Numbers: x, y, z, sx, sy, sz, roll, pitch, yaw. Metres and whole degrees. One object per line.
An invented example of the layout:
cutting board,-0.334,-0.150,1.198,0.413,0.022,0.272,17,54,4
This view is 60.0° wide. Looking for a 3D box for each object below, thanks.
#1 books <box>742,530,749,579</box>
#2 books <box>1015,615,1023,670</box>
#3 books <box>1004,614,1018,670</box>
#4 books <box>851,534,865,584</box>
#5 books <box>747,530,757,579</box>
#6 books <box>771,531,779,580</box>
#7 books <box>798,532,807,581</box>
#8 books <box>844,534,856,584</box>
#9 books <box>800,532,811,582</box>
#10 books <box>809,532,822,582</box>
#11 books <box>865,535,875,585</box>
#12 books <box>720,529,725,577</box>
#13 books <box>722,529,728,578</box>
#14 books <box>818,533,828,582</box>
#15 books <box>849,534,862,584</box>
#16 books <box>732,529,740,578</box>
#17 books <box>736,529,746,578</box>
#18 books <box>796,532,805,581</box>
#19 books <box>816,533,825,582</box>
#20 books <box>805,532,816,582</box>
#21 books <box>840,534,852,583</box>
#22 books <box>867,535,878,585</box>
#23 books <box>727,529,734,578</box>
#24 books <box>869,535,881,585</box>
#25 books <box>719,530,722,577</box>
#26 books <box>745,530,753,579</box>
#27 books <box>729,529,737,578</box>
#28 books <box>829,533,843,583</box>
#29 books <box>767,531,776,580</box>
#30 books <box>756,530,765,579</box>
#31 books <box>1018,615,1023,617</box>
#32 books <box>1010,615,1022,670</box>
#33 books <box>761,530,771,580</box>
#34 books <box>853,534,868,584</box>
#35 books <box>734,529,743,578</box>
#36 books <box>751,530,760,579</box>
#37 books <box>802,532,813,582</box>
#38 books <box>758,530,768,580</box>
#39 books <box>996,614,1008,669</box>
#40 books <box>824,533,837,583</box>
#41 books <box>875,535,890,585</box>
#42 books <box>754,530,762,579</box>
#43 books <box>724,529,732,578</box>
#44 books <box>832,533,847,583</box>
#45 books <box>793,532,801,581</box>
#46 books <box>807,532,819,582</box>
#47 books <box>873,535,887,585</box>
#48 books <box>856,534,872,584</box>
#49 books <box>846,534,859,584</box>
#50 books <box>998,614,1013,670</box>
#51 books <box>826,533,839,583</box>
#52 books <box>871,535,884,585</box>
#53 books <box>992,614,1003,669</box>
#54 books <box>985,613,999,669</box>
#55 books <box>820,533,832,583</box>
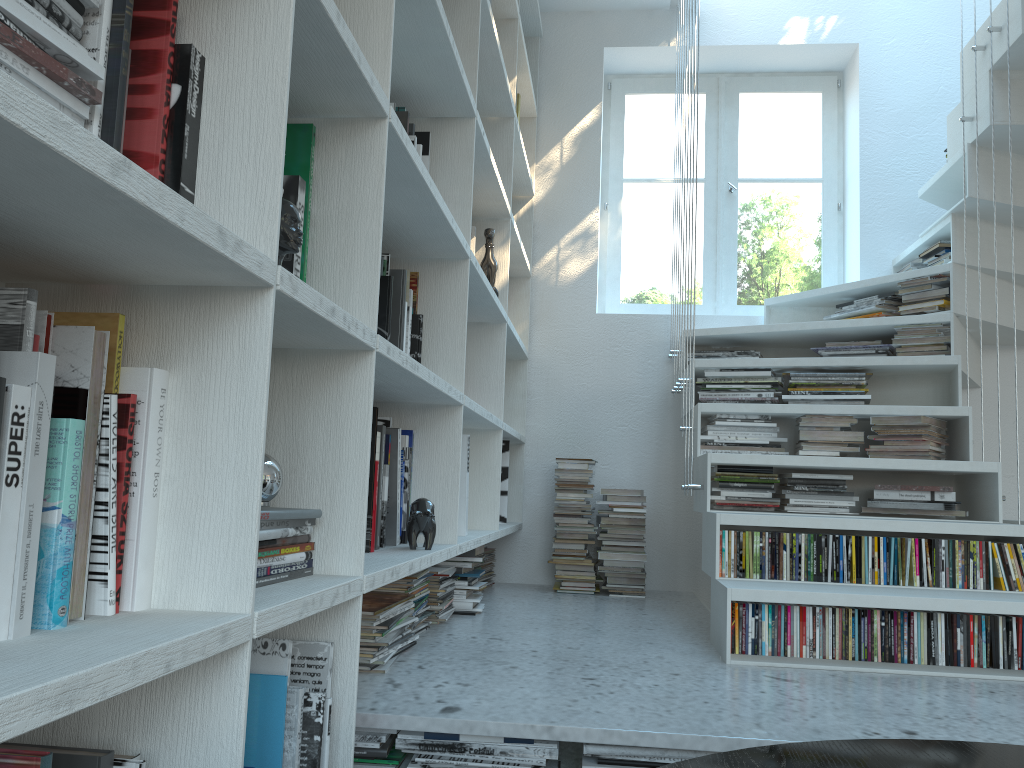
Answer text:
books,0.638,0.466,2.441,0.010,0.125,0.125,2,-7,6
books,1.246,0.636,2.207,0.009,0.125,0.125,2,-7,6
books,1.225,0.636,2.209,0.010,0.125,0.125,2,-7,6
books,0.936,0.474,2.408,0.007,0.125,0.125,2,-7,6
books,0.658,0.467,2.438,0.008,0.125,0.125,2,-7,6
books,0.716,0.468,2.432,0.010,0.125,0.125,2,-7,6
books,0.790,0.470,2.424,0.008,0.125,0.125,2,-7,6
books,0.913,0.473,2.410,0.010,0.125,0.125,2,-7,6
books,0.798,0.470,2.423,0.008,0.125,0.125,2,-7,6
books,0.828,0.471,2.420,0.008,0.125,0.125,2,-7,6
books,0.962,0.474,2.405,0.008,0.125,0.125,2,-7,6
books,0.576,0.465,2.447,0.008,0.125,0.125,2,-7,6
books,0.584,0.465,2.447,0.009,0.125,0.125,2,-7,6
books,0.841,0.471,2.418,0.008,0.125,0.125,2,-7,6
books,0.929,0.473,2.409,0.007,0.125,0.125,2,-7,6
books,0.614,0.466,2.443,0.009,0.125,0.125,2,-7,6
books,0.629,0.466,2.442,0.008,0.125,0.125,2,-7,6
books,0.782,0.470,2.425,0.008,0.125,0.125,2,-7,6
books,0.835,0.471,2.419,0.008,0.125,0.125,2,-7,6
books,0.813,0.471,2.421,0.007,0.125,0.125,2,-7,6
books,0.901,0.473,2.412,0.014,0.125,0.125,2,-7,6
books,0.969,0.474,2.404,0.008,0.125,0.125,2,-7,6
books,0.599,0.465,2.445,0.007,0.125,0.125,2,-7,6
books,0.976,0.475,2.404,0.008,0.125,0.125,2,-7,6
books,0.568,0.464,2.448,0.008,0.125,0.125,2,-7,6
books,0.647,0.467,2.440,0.012,0.125,0.125,2,-7,6
books,0.607,0.465,2.444,0.008,0.125,0.125,2,-7,6
books,0.880,0.472,2.414,0.007,0.125,0.125,2,-7,6
books,0.706,0.468,2.433,0.010,0.125,0.125,2,-7,6
books,0.681,0.467,2.436,0.007,0.125,0.125,2,-7,6
books,1.256,0.637,2.206,0.011,0.125,0.125,2,-7,6
books,1.237,0.636,2.208,0.013,0.125,0.125,2,-7,6
books,0.696,0.468,2.434,0.008,0.125,0.125,2,-7,6
books,0.944,0.474,2.407,0.010,0.125,0.125,2,-7,6
books,0.622,0.466,2.442,0.007,0.125,0.125,2,-7,6
books,0.666,0.467,2.437,0.007,0.125,0.125,2,-7,6
books,0.805,0.470,2.422,0.007,0.125,0.125,2,-7,6
books,0.689,0.467,2.435,0.008,0.125,0.125,2,-7,6
books,1.202,0.635,2.211,0.010,0.125,0.125,2,-7,6
books,0.863,0.472,2.416,0.010,0.125,0.125,2,-7,6
books,0.998,0.475,2.401,0.008,0.125,0.125,2,-7,6
books,0.673,0.467,2.437,0.007,0.125,0.125,2,-7,6
books,0.592,0.465,2.446,0.008,0.125,0.125,2,-7,6
books,0.890,0.473,2.413,0.010,0.125,0.125,2,-7,6
books,0.774,0.470,2.426,0.008,0.125,0.125,2,-7,6
books,0.820,0.471,2.421,0.007,0.125,0.125,2,-7,6
books,0.991,0.475,2.402,0.007,0.125,0.125,2,-7,6
books,0.954,0.474,2.406,0.008,0.125,0.125,2,-7,6
books,0.921,0.473,2.410,0.007,0.125,0.125,2,-7,6
books,1.214,0.636,2.210,0.014,0.125,0.125,2,-7,6
books,0.871,0.472,2.415,0.009,0.125,0.125,2,-7,6
books,0.983,0.475,2.403,0.008,0.125,0.125,2,-7,6
books,1.193,0.635,2.212,0.007,0.125,0.125,2,-7,6
books,1.183,0.635,2.213,0.009,0.125,0.125,2,-7,6
books,0.852,0.472,2.417,0.012,0.125,0.125,2,-7,6
